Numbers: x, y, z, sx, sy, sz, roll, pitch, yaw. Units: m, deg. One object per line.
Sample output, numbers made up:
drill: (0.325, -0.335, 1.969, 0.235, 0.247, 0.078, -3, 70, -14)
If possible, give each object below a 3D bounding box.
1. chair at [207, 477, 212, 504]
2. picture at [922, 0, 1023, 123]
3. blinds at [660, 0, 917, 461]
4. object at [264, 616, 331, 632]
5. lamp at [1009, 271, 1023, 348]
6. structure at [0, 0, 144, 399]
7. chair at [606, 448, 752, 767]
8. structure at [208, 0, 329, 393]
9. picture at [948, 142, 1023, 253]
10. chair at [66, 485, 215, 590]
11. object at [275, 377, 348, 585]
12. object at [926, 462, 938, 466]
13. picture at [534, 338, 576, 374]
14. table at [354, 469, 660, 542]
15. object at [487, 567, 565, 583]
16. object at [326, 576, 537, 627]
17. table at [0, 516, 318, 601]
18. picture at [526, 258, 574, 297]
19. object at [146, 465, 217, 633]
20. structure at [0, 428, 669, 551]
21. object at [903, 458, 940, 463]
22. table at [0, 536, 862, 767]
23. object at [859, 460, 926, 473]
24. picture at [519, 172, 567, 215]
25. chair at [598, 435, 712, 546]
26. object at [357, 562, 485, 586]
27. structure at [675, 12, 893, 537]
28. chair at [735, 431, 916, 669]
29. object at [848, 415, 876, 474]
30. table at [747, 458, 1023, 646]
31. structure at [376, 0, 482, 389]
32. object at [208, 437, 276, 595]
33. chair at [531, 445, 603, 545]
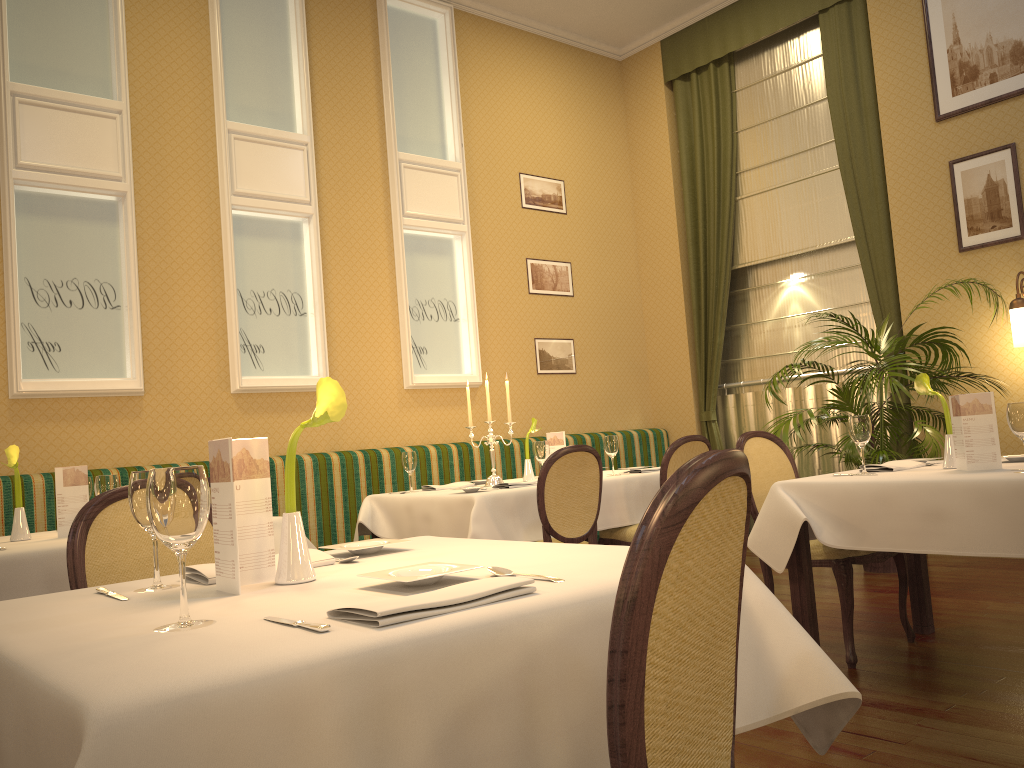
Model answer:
chair: (-1.251, 0.825, 3.223, 0.530, 0.955, 0.571, -1, -5, -40)
picture: (3.125, -2.341, 5.649, 0.027, 1.057, 0.966, -1, -5, -40)
blinds: (2.120, -0.989, 6.980, 0.225, 4.537, 1.934, -1, -5, -41)
object: (-0.300, 0.326, 1.216, 0.017, 0.010, 0.185, -1, -5, -40)
lamp: (3.141, -0.436, 5.447, 0.114, 0.513, 0.323, -8, -5, 39)
structure: (-2.519, -1.410, 5.012, 0.687, 2.985, 0.200, -1, -5, -40)
chair: (0.053, 0.581, 1.158, 0.571, 0.955, 0.530, -7, -4, 30)
structure: (-1.605, -1.430, 5.784, 0.661, 2.985, 0.200, -1, -5, -40)
picture: (3.073, -1.200, 5.746, 0.022, 0.619, 0.412, -1, -5, -40)
chair: (-0.724, 0.708, 2.125, 0.571, 0.955, 0.530, -8, -5, 40)
object: (-0.378, 0.178, 1.642, 0.163, 0.375, 0.076, -6, -4, 26)
object: (1.675, 0.335, 3.677, 0.038, 0.015, 0.181, -1, -5, -39)
picture: (0.358, -0.227, 7.252, 0.437, 0.294, 0.008, -1, -5, -40)
table: (0.239, 0.935, 5.155, 2.152, 0.759, 1.385, -1, -5, -40)
object: (0.019, 0.316, 1.470, 0.038, 0.015, 0.181, -1, -5, -39)
object: (-0.113, 0.311, 1.288, 0.273, 0.024, 0.142, -1, -5, -40)
table: (-1.822, 0.980, 3.412, 2.152, 0.759, 1.385, -1, -5, -40)
picture: (0.317, -0.875, 7.305, 0.504, 0.294, 0.008, -1, -5, -40)
object: (-0.479, 0.235, 1.283, 0.088, 0.229, 0.088, -5, -4, 2)
structure: (-3.991, 0.987, 2.900, 14.516, 1.031, 0.850, -1, -5, -40)
object: (1.724, 0.334, 3.778, 0.160, 0.024, 0.160, -1, -5, -40)
table: (-0.274, 0.731, 1.572, 1.395, 0.759, 1.389, -1, -5, -39)
object: (1.538, 0.333, 3.582, 0.273, 0.033, 0.142, -1, -5, -40)
picture: (0.261, -1.576, 7.353, 0.504, 0.294, 0.008, -1, -5, -40)
chair: (0.830, 0.777, 4.941, 0.530, 0.955, 0.571, -1, -5, -40)
object: (-0.154, 0.328, 1.500, 0.160, 0.024, 0.160, -1, -5, -40)
structure: (2.207, -0.978, 7.054, 0.123, 4.511, 1.942, -1, -5, -40)
chair: (1.331, 0.663, 3.859, 0.530, 0.955, 0.571, -1, -5, -40)
object: (1.366, 0.237, 3.465, 0.088, 0.229, 0.088, -5, -4, 8)
table: (1.786, 0.686, 3.314, 1.395, 0.759, 1.389, -1, -5, -39)
structure: (-0.636, -1.451, 6.604, 0.670, 2.985, 0.200, -1, -5, -40)
object: (-0.512, 0.239, 1.634, 0.081, 0.277, 0.166, -5, -4, 6)
chair: (0.166, 0.795, 4.423, 0.530, 0.955, 0.571, -1, -5, -40)
